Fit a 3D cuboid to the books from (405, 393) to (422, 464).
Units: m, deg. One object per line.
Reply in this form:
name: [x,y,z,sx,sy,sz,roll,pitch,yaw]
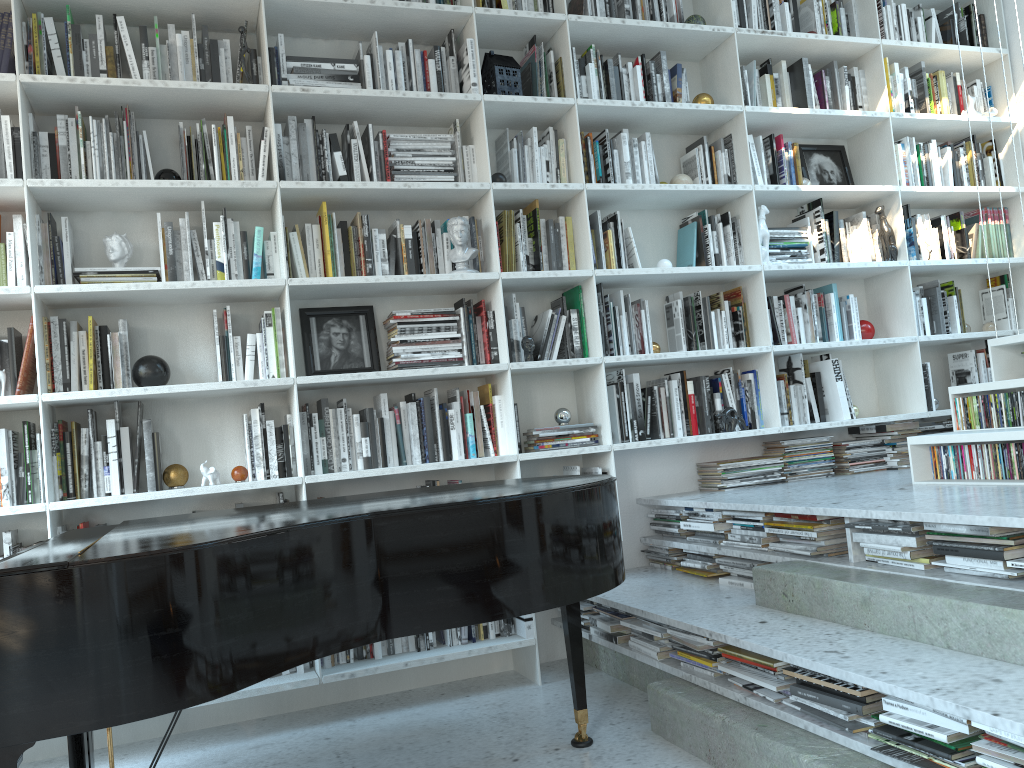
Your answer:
books: [-0.404,0.184,3.622,0.014,0.286,0.134,-5,-4,-20]

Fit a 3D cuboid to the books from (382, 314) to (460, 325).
books: [-0.375,-0.265,3.655,0.285,0.012,0.159,-4,-4,-25]

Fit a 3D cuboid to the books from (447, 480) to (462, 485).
books: [-0.218,0.534,3.572,0.015,0.293,0.169,-5,-4,-20]

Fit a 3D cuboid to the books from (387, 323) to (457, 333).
books: [-0.373,-0.229,3.658,0.254,0.012,0.161,-4,-4,-23]

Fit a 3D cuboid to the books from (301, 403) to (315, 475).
books: [-0.797,0.218,3.463,0.011,0.275,0.146,-5,-4,-20]

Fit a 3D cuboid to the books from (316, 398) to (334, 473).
books: [-0.738,0.207,3.505,0.027,0.290,0.141,-5,-4,-20]

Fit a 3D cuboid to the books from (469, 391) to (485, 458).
books: [-0.165,0.172,3.691,0.026,0.272,0.175,-5,-4,-20]

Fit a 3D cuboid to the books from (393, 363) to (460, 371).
books: [-0.357,-0.062,3.651,0.254,0.012,0.161,-4,-4,-18]

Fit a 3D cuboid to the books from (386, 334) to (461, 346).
books: [-0.366,-0.181,3.651,0.285,0.012,0.159,-5,-4,-15]

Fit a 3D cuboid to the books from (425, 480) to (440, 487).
books: [-0.304,0.535,3.536,0.013,0.303,0.181,-5,-4,-20]

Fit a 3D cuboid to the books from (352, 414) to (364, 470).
books: [-0.621,0.233,3.511,0.023,0.217,0.174,-5,-4,-20]

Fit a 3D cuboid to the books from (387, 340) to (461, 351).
books: [-0.364,-0.157,3.649,0.285,0.012,0.159,-5,-4,-15]

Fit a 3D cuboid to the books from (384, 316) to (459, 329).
books: [-0.376,-0.253,3.661,0.285,0.012,0.159,-4,-4,-18]

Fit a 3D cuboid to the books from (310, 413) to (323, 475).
books: [-0.773,0.236,3.458,0.027,0.234,0.167,-5,-4,-20]

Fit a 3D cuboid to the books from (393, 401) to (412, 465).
books: [-0.446,0.203,3.609,0.025,0.254,0.136,-5,-4,-20]

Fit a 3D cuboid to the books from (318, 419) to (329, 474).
books: [-0.752,0.248,3.478,0.024,0.208,0.170,-5,-4,-20]

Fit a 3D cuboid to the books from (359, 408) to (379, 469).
books: [-0.572,0.219,3.533,0.029,0.237,0.166,-5,-4,-20]

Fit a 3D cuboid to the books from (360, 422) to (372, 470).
books: [-0.594,0.247,3.515,0.029,0.183,0.174,-5,-4,-20]

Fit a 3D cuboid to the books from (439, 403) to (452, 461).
books: [-0.285,0.200,3.651,0.014,0.235,0.154,-5,-4,-20]

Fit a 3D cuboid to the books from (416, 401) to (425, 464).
books: [-0.389,0.200,3.619,0.011,0.251,0.158,-5,-4,-20]

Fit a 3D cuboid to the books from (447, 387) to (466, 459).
books: [-0.231,0.167,3.673,0.014,0.293,0.137,-5,-4,-20]

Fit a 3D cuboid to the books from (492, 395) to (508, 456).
books: [-0.071,0.177,3.708,0.033,0.246,0.176,-5,-4,-20]

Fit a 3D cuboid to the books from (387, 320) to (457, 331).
books: [-0.373,-0.241,3.657,0.254,0.012,0.161,-4,-4,-24]

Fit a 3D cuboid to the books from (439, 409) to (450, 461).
books: [-0.298,0.214,3.634,0.024,0.207,0.183,-5,-4,-20]

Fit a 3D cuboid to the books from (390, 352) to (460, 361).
books: [-0.360,-0.110,3.647,0.254,0.012,0.161,-4,-4,-25]

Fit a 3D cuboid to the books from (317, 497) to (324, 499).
books: [-0.718,0.576,3.390,0.012,0.284,0.137,-5,-4,-20]

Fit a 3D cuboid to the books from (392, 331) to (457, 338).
books: [-0.369,-0.192,3.656,0.254,0.012,0.161,-4,-4,-17]

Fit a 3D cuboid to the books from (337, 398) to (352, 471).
books: [-0.662,0.204,3.503,0.013,0.282,0.166,-5,-4,-20]

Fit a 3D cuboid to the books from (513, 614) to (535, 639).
books: [0.015,0.879,3.619,0.038,0.269,0.277,-5,-4,-20]

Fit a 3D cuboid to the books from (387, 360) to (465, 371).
books: [-0.356,-0.074,3.645,0.285,0.012,0.159,-4,-4,-25]

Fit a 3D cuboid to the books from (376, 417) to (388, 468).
books: [-0.532,0.237,3.543,0.023,0.196,0.165,-5,-4,-20]

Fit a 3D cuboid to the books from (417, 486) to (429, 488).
books: [-0.343,0.548,3.536,0.012,0.285,0.159,-5,-4,-20]

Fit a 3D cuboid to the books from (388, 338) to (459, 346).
books: [-0.365,-0.169,3.651,0.254,0.012,0.161,-4,-4,-25]

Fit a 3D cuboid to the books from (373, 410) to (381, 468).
books: [-0.555,0.223,3.550,0.013,0.230,0.139,-5,-4,-20]

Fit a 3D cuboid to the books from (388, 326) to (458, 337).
books: [-0.371,-0.217,3.655,0.254,0.012,0.161,-4,-4,-24]

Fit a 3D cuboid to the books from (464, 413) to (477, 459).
books: [-0.190,0.218,3.665,0.023,0.183,0.169,-5,-4,-20]

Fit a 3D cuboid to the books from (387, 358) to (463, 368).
books: [-0.360,-0.085,3.654,0.285,0.012,0.159,-4,-4,-21]

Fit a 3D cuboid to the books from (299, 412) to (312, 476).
books: [-0.816,0.236,3.462,0.029,0.243,0.154,-5,-4,-20]

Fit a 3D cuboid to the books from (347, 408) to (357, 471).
books: [-0.651,0.223,3.526,0.021,0.244,0.141,-5,-4,-20]

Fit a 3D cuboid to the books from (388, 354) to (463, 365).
books: [-0.358,-0.098,3.646,0.285,0.012,0.159,-5,-4,-15]

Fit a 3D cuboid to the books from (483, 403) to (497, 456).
books: [-0.102,0.195,3.701,0.011,0.216,0.166,-5,-4,-20]

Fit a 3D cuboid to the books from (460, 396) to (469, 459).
books: [-0.219,0.185,3.684,0.014,0.256,0.145,-5,-4,-20]

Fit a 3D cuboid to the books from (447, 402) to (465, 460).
books: [-0.242,0.196,3.654,0.023,0.234,0.175,-5,-4,-20]

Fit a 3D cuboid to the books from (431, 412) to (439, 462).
books: [-0.335,0.220,3.634,0.021,0.202,0.128,-5,-4,-20]

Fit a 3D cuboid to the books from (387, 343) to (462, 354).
books: [-0.365,-0.144,3.655,0.285,0.012,0.159,-4,-4,-18]

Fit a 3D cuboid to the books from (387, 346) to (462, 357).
books: [-0.365,-0.132,3.657,0.285,0.012,0.159,-4,-4,-19]

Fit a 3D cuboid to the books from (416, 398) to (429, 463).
books: [-0.376,0.193,3.613,0.010,0.261,0.181,-5,-4,-20]

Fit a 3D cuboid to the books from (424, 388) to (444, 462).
books: [-0.321,0.171,3.632,0.012,0.296,0.178,-5,-4,-20]

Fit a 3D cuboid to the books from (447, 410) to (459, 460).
books: [-0.262,0.213,3.645,0.023,0.204,0.167,-5,-4,-20]

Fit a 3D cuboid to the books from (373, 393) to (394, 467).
books: [-0.518,0.189,3.567,0.026,0.291,0.152,-5,-4,-20]

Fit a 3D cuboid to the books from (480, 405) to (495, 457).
books: [-0.126,0.199,3.691,0.042,0.212,0.169,-5,-4,-20]

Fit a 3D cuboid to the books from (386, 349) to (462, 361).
books: [-0.364,-0.120,3.659,0.285,0.012,0.159,-4,-4,-20]

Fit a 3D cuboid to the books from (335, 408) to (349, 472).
books: [-0.680,0.224,3.499,0.027,0.245,0.179,-5,-4,-20]

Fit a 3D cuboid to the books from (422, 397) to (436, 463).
books: [-0.356,0.190,3.613,0.028,0.264,0.161,-5,-4,-20]

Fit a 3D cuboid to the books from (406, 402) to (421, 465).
books: [-0.413,0.204,3.592,0.026,0.245,0.191,-5,-4,-20]

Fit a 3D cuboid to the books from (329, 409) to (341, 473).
books: [-0.710,0.226,3.507,0.024,0.247,0.132,-5,-4,-20]

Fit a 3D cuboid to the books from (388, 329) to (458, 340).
books: [-0.370,-0.204,3.657,0.254,0.012,0.161,-4,-4,-23]

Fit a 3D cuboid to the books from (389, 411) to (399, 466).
books: [-0.493,0.223,3.582,0.025,0.220,0.140,-5,-4,-20]

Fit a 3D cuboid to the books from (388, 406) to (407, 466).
books: [-0.467,0.213,3.584,0.031,0.237,0.159,-5,-4,-20]
